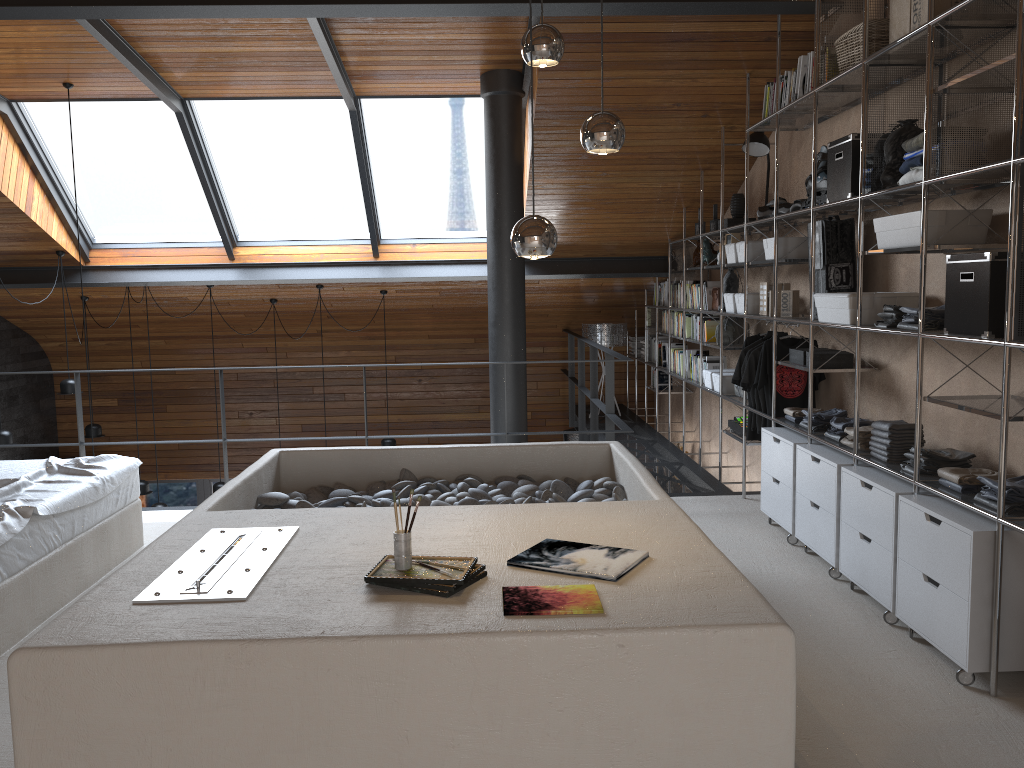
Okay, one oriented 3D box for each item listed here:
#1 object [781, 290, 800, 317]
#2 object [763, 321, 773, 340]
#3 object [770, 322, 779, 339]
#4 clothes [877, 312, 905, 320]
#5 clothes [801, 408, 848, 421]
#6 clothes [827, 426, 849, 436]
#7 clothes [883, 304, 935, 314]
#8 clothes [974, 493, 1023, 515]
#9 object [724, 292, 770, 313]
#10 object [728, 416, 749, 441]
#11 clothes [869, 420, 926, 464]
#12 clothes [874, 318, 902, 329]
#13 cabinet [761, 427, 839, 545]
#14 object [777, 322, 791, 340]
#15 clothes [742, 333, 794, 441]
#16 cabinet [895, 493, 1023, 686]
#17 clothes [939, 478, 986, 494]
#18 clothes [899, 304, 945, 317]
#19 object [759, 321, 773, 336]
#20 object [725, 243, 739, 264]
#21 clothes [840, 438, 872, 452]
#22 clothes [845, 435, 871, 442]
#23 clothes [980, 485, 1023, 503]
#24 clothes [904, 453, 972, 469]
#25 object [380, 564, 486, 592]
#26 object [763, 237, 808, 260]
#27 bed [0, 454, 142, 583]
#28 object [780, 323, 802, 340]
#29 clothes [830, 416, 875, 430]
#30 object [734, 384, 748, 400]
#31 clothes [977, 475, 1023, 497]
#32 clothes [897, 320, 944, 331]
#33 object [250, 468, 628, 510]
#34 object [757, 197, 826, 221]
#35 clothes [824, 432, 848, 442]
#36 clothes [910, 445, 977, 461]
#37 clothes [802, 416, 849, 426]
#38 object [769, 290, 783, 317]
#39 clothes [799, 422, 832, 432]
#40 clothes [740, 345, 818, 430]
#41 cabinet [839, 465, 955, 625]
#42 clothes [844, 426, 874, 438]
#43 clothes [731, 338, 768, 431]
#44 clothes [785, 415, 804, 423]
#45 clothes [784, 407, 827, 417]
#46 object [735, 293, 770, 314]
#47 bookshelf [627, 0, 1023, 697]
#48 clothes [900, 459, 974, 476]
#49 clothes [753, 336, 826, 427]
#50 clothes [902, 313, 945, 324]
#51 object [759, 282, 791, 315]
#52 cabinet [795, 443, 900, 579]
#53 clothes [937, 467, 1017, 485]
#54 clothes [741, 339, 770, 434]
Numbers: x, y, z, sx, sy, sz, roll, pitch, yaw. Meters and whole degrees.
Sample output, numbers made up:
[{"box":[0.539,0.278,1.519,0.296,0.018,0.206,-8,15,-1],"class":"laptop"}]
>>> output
[{"box":[1.638,-0.473,5.221,0.078,0.156,0.074,-7,8,-42],"class":"object"},{"box":[1.630,-0.295,5.552,0.387,0.197,0.009,-2,6,-6],"class":"object"},{"box":[1.634,-0.282,5.430,0.387,0.197,0.009,-2,6,-6],"class":"object"},{"box":[1.737,-0.291,3.863,0.215,0.047,0.191,-1,6,-3],"class":"clothes"},{"box":[1.684,0.161,4.763,0.200,0.052,0.194,-1,6,0],"class":"clothes"},{"box":[1.689,0.225,4.412,0.203,0.053,0.198,-1,6,2],"class":"clothes"},{"box":[1.730,-0.321,3.844,0.200,0.052,0.194,-1,6,-1],"class":"clothes"},{"box":[1.762,0.402,3.051,0.243,0.045,0.208,-1,6,-2],"class":"clothes"},{"box":[1.617,-0.555,6.056,0.295,0.136,0.228,-1,6,-2],"class":"object"},{"box":[1.673,0.295,6.013,0.320,0.114,0.405,-1,6,-2],"class":"object"},{"box":[1.693,0.248,3.887,0.184,0.172,0.201,-1,6,0],"class":"clothes"},{"box":[1.720,-0.267,3.862,0.243,0.045,0.208,-1,6,-3],"class":"clothes"},{"box":[1.677,0.555,4.920,0.435,0.561,0.527,-1,6,-2],"class":"cabinet"},{"box":[1.637,-0.275,5.366,0.387,0.197,0.009,-2,6,-6],"class":"object"},{"box":[1.635,0.020,5.626,0.424,0.689,0.090,-1,6,-3],"class":"clothes"},{"box":[1.742,0.736,3.242,0.435,0.561,0.527,-1,6,-2],"class":"cabinet"},{"box":[1.752,0.373,3.313,0.248,0.043,0.190,0,6,7],"class":"clothes"},{"box":[1.716,-0.300,3.606,0.200,0.052,0.194,-1,6,0],"class":"clothes"},{"box":[1.630,-0.342,5.595,0.283,0.118,0.016,-1,6,-2],"class":"object"},{"box":[1.616,-0.888,6.015,0.295,0.136,0.228,-1,6,-2],"class":"object"},{"box":[1.705,0.276,4.175,0.238,0.053,0.212,-1,6,-4],"class":"clothes"},{"box":[1.688,0.249,4.155,0.229,0.052,0.199,-1,6,1],"class":"clothes"},{"box":[1.744,0.377,3.045,0.215,0.047,0.191,-1,6,-2],"class":"clothes"},{"box":[1.758,0.313,3.645,0.215,0.047,0.191,-1,6,-3],"class":"clothes"},{"box":[-0.242,0.532,2.500,0.276,0.013,0.207,2,7,23],"class":"object"},{"box":[1.647,-0.794,5.205,0.290,0.124,0.222,-1,6,-2],"class":"object"},{"box":[-2.697,0.640,3.317,2.011,0.484,1.826,-1,6,-2],"class":"bed"},{"box":[1.644,-0.302,5.229,0.283,0.118,0.016,-1,6,-2],"class":"object"},{"box":[1.706,0.196,4.407,0.204,0.049,0.184,-1,6,-3],"class":"clothes"},{"box":[1.629,-0.018,6.001,0.166,0.247,0.376,-2,6,-4],"class":"object"},{"box":[1.750,0.345,3.057,0.200,0.052,0.194,-1,6,0],"class":"clothes"},{"box":[1.728,-0.244,3.600,0.243,0.045,0.208,-1,6,-2],"class":"clothes"},{"box":[-0.330,0.588,3.960,1.842,0.246,1.436,-1,6,-2],"class":"object"},{"box":[1.645,-1.048,5.223,0.286,0.141,0.657,-2,6,-9],"class":"object"},{"box":[1.707,0.251,4.422,0.242,0.048,0.207,-2,6,-5],"class":"clothes"},{"box":[1.751,0.284,3.626,0.200,0.052,0.194,-1,6,-1],"class":"clothes"},{"box":[1.678,0.193,4.751,0.215,0.047,0.191,-1,6,-2],"class":"clothes"},{"box":[1.584,-0.482,5.312,0.074,0.156,0.078,0,6,13],"class":"object"},{"box":[1.696,0.217,4.757,0.243,0.045,0.208,-1,6,-2],"class":"clothes"},{"box":[1.627,0.022,5.396,0.488,0.586,0.074,-2,6,-9],"class":"clothes"},{"box":[1.723,0.676,3.797,0.435,0.561,0.527,-1,6,-2],"class":"cabinet"},{"box":[1.695,0.222,4.163,0.212,0.047,0.187,-1,6,-2],"class":"clothes"},{"box":[1.619,0.002,5.583,0.488,0.586,0.074,-2,6,-9],"class":"clothes"},{"box":[1.686,0.189,5.019,0.248,0.043,0.190,0,6,7],"class":"clothes"},{"box":[1.672,0.158,5.014,0.221,0.050,0.196,-1,6,0],"class":"clothes"},{"box":[1.627,-0.527,5.793,0.295,0.136,0.228,-1,6,-2],"class":"object"},{"box":[1.729,0.465,4.909,0.421,6.218,10.741,-1,6,-2],"class":"bookshelf"},{"box":[1.741,0.338,3.644,0.243,0.045,0.208,-1,6,-3],"class":"clothes"},{"box":[1.649,0.059,5.261,0.424,0.689,0.090,-1,6,-3],"class":"clothes"},{"box":[1.710,-0.268,3.594,0.215,0.047,0.191,-1,6,-2],"class":"clothes"},{"box":[1.642,-0.532,5.528,0.142,0.205,0.196,-1,6,-4],"class":"object"},{"box":[1.702,0.615,4.365,0.435,0.561,0.527,-1,6,-2],"class":"cabinet"},{"box":[1.737,0.342,3.308,0.221,0.050,0.196,-1,6,0],"class":"clothes"},{"box":[1.656,0.014,5.463,0.488,0.586,0.074,-2,6,-9],"class":"clothes"}]
